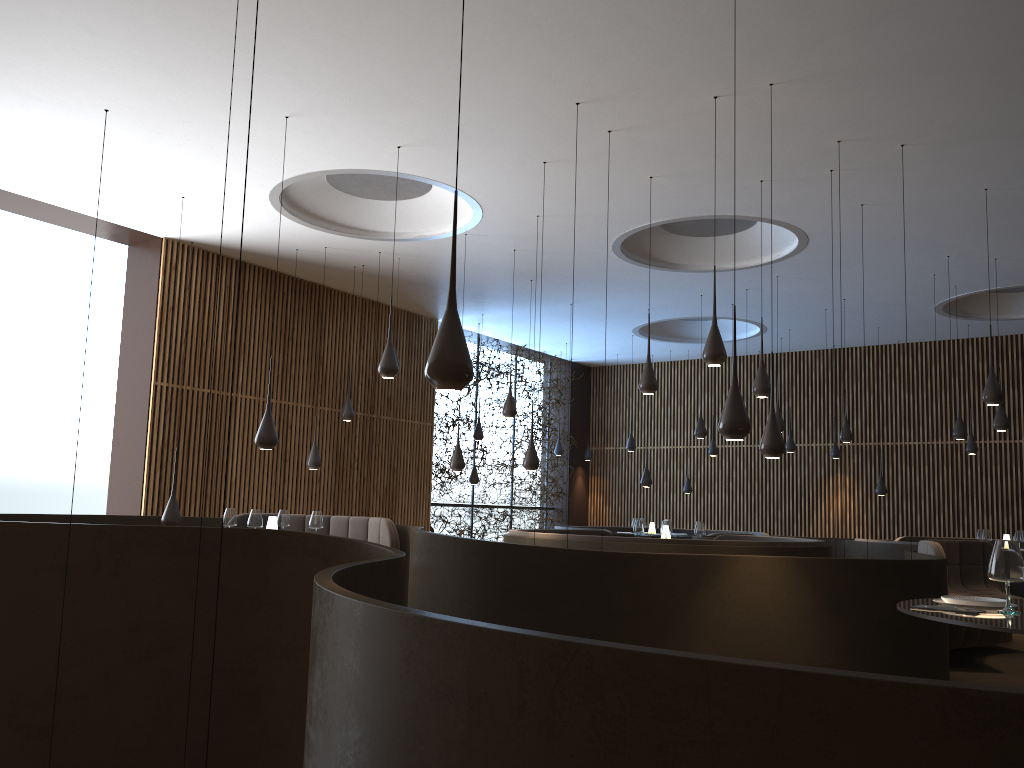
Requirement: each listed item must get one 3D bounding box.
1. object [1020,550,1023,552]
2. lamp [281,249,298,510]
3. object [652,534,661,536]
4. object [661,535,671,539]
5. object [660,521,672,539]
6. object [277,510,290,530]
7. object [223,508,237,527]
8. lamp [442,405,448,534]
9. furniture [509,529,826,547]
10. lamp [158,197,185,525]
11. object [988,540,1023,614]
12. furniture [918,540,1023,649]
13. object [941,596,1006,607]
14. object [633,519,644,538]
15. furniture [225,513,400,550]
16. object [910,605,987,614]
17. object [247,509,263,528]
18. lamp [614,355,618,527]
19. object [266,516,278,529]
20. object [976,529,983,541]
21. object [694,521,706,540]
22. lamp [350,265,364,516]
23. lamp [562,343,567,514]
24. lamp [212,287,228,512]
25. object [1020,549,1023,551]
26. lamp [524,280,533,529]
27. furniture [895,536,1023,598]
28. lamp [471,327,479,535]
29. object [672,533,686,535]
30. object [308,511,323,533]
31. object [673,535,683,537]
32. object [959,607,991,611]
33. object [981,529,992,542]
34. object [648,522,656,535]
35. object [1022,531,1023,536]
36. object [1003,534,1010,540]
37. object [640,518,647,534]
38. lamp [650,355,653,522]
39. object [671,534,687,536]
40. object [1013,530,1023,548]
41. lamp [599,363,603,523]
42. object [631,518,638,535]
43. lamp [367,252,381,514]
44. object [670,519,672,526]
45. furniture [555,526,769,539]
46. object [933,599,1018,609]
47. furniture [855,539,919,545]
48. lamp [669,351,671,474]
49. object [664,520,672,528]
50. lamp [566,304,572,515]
[{"bbox_3d":[7.283,2.388,12.699,0.332,0.014,0.332,5,-9,-23],"label":"object"},{"bbox_3d":[-2.996,1.293,11.608,0.196,6.257,0.196,-4,-9,42],"label":"lamp"},{"bbox_3d":[2.635,2.670,15.654,0.332,0.014,0.333,-1,-9,21],"label":"object"},{"bbox_3d":[1.936,1.896,11.151,0.145,0.231,0.142,8,-9,-39],"label":"object"},{"bbox_3d":[1.868,1.804,10.744,0.142,0.294,0.142,2,-7,-4],"label":"object"},{"bbox_3d":[-2.337,1.431,9.039,0.142,0.294,0.142,1,-7,2],"label":"object"},{"bbox_3d":[-2.742,1.357,8.603,0.142,0.294,0.142,1,-7,8],"label":"object"},{"bbox_3d":[-1.043,1.647,13.661,0.196,6.257,0.196,1,-7,10],"label":"lamp"},{"bbox_3d":[1.873,2.445,11.052,3.880,1.115,3.803,0,-8,10],"label":"furniture"},{"bbox_3d":[-3.821,0.991,9.680,0.196,6.257,0.196,1,-7,10],"label":"lamp"},{"bbox_3d":[2.043,0.793,3.656,0.142,0.294,0.142,-1,-7,19],"label":"object"},{"bbox_3d":[4.887,2.208,9.420,0.932,1.057,2.537,-4,-10,40],"label":"furniture"},{"bbox_3d":[2.019,0.951,3.872,0.263,0.029,0.264,1,-8,5],"label":"object"},{"bbox_3d":[1.615,1.878,11.307,0.142,0.294,0.142,2,-7,1],"label":"object"},{"bbox_3d":[-2.203,1.920,9.378,2.532,1.057,0.933,-3,-9,31],"label":"furniture"},{"bbox_3d":[1.801,0.932,3.663,0.262,0.017,0.127,-6,-11,42],"label":"object"},{"bbox_3d":[-2.400,1.320,8.276,0.142,0.294,0.142,-3,-8,32],"label":"object"},{"bbox_3d":[2.176,2.473,18.736,0.196,6.257,0.196,6,-8,-30],"label":"lamp"},{"bbox_3d":[-2.334,1.402,8.620,0.142,0.231,0.145,7,-9,-34],"label":"object"},{"bbox_3d":[7.208,2.381,13.628,0.142,0.294,0.142,5,-8,-24],"label":"object"},{"bbox_3d":[2.343,1.863,11.052,0.142,0.294,0.142,1,-7,6],"label":"object"},{"bbox_3d":[-2.217,1.413,12.282,0.196,6.257,0.196,-4,-9,42],"label":"lamp"},{"bbox_3d":[1.009,2.279,17.630,0.196,6.257,0.196,6,-8,-30],"label":"lamp"},{"bbox_3d":[-3.749,1.858,11.034,0.196,6.257,0.196,1,-7,10],"label":"lamp"},{"bbox_3d":[7.283,2.379,12.700,0.263,0.029,0.264,-2,-9,24],"label":"object"},{"bbox_3d":[0.196,1.566,12.833,0.196,6.257,0.196,3,-7,-10],"label":"lamp"},{"bbox_3d":[8.043,2.937,13.539,1.982,1.044,3.944,5,-9,-23],"label":"furniture"},{"bbox_3d":[-0.709,1.995,16.019,0.196,6.257,0.196,6,-8,-30],"label":"lamp"},{"bbox_3d":[3.069,2.761,16.264,0.263,0.029,0.264,-2,-9,23],"label":"object"},{"bbox_3d":[-1.915,1.390,8.658,0.142,0.294,0.142,-4,-9,37],"label":"object"},{"bbox_3d":[2.937,2.688,15.662,0.126,0.017,0.263,2,-8,-5],"label":"object"},{"bbox_3d":[2.021,0.963,3.874,0.204,0.012,0.411,-5,-10,38],"label":"object"},{"bbox_3d":[7.052,2.311,13.169,0.142,0.294,0.142,-1,-8,22],"label":"object"},{"bbox_3d":[2.561,2.640,16.205,0.142,0.231,0.145,0,-7,15],"label":"object"},{"bbox_3d":[7.775,2.373,13.448,0.142,0.294,0.142,4,-7,-18],"label":"object"},{"bbox_3d":[7.383,2.360,13.229,0.142,0.231,0.145,-2,-8,26],"label":"object"},{"bbox_3d":[2.439,2.654,16.542,0.142,0.294,0.142,-3,-8,35],"label":"object"},{"bbox_3d":[2.921,2.486,18.669,0.196,6.257,0.196,-1,-7,20],"label":"lamp"},{"bbox_3d":[3.069,2.771,16.263,0.332,0.014,0.333,-1,-9,20],"label":"object"},{"bbox_3d":[7.443,2.301,13.018,0.142,0.294,0.142,5,-8,-28],"label":"object"},{"bbox_3d":[1.973,2.638,19.932,0.196,6.257,0.196,6,-8,-30],"label":"lamp"},{"bbox_3d":[2.222,2.564,15.965,0.142,0.294,0.142,-2,-8,29],"label":"object"},{"bbox_3d":[-1.878,1.328,11.617,0.196,6.257,0.196,5,-7,-27],"label":"lamp"},{"bbox_3d":[2.901,2.653,16.436,0.142,0.294,0.142,3,-7,-12],"label":"object"},{"bbox_3d":[2.700,3.147,15.939,3.883,1.044,3.804,0,-8,12],"label":"furniture"},{"bbox_3d":[2.019,0.961,3.871,0.332,0.014,0.332,-6,-11,43],"label":"object"},{"bbox_3d":[5.725,2.801,12.815,0.900,1.044,2.538,3,-8,-13],"label":"furniture"},{"bbox_3d":[3.212,2.417,18.127,0.196,6.257,0.196,7,-9,-40],"label":"lamp"},{"bbox_3d":[2.018,1.925,11.553,0.142,0.294,0.142,6,-8,-34],"label":"object"},{"bbox_3d":[0.880,1.790,14.250,0.196,6.257,0.196,3,-7,-10],"label":"lamp"}]
